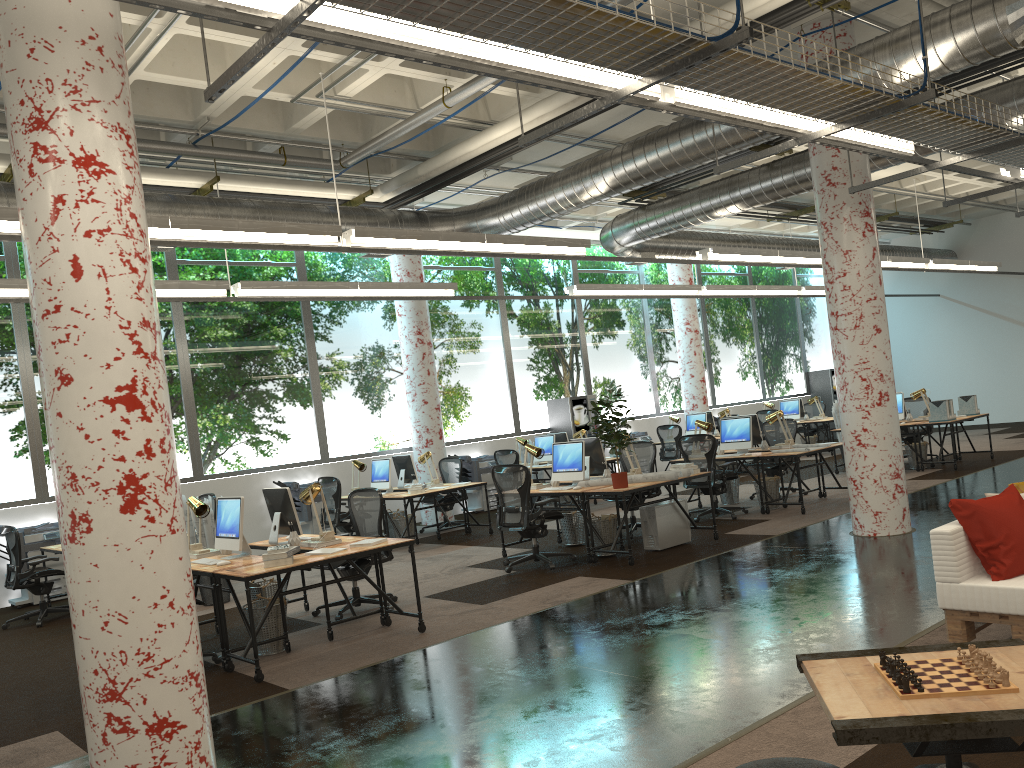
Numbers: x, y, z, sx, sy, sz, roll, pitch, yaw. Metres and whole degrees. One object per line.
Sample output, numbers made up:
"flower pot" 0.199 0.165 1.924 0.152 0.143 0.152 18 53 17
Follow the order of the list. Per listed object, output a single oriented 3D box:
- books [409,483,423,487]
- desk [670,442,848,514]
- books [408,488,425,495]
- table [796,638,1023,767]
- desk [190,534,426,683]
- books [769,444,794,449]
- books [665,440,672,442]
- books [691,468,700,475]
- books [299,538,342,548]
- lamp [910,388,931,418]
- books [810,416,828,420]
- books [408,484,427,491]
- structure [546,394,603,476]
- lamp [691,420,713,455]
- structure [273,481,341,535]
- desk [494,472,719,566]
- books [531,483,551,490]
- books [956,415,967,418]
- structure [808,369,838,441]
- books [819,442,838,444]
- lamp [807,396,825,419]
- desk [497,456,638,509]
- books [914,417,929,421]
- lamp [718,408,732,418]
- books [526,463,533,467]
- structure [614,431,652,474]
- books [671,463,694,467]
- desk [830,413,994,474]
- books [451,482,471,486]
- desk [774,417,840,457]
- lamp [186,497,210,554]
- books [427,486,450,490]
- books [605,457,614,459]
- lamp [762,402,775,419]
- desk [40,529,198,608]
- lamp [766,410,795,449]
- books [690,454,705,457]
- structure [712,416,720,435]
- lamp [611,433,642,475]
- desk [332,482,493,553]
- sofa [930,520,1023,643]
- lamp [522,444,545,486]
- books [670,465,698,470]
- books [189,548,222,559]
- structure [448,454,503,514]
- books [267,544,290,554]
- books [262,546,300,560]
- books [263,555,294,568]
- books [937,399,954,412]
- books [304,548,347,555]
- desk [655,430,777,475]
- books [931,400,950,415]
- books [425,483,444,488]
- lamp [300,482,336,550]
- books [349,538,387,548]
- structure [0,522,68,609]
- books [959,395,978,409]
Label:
"books" -1.270 1.337 11.714 0.152 0.030 0.185 -6 -2 -13
"desk" 3.312 1.246 11.668 1.396 0.724 1.947 -6 -2 -41
"books" -1.265 1.415 11.698 0.200 0.050 0.272 -6 -2 -13
"table" 1.151 1.143 2.303 0.626 0.760 0.615 -7 0 9
"desk" -1.849 1.702 7.104 1.396 0.724 1.947 -6 -2 -41
"books" 3.608 0.829 11.748 0.225 0.038 0.310 -5 -3 -40
"books" 3.181 1.093 17.373 0.225 0.038 0.310 -5 -3 -40
"books" 1.813 0.930 9.332 0.200 0.050 0.272 -5 -3 -43
"books" -1.553 1.284 7.184 0.225 0.038 0.310 -5 -3 -40
"lamp" 6.674 0.367 14.221 0.218 0.611 0.529 -7 0 -21
"books" 6.667 0.740 19.255 0.225 0.038 0.310 -5 -3 -40
"books" -1.251 1.367 11.716 0.193 0.044 0.257 -7 -2 7
"structure" 1.257 1.154 17.012 0.747 1.811 0.640 -7 1 -41
"lamp" 2.532 0.787 12.003 0.208 0.611 0.529 -7 0 -21
"structure" -2.982 1.910 13.332 1.054 1.058 0.505 -6 0 -41
"desk" 0.990 1.429 9.584 1.396 0.725 1.947 -6 -2 -41
"books" 0.249 1.145 9.890 0.225 0.038 0.310 -5 -3 -40
"books" 6.950 0.507 13.776 0.200 0.024 0.235 -8 -2 23
"structure" 8.297 0.526 23.067 0.747 1.811 0.640 -7 1 -41
"books" 4.082 0.772 11.468 0.243 0.019 0.205 -7 -2 -3
"lamp" 6.668 0.556 19.222 0.218 0.611 0.529 -7 0 -21
"desk" 0.915 1.644 14.482 1.396 0.724 1.947 -6 -2 -41
"books" 6.673 0.550 14.254 0.225 0.038 0.310 -5 -3 -40
"lamp" 4.218 0.775 17.115 0.218 0.611 0.529 -7 0 -21
"books" 0.174 1.361 14.788 0.225 0.038 0.310 -5 -3 -40
"structure" 2.465 1.424 18.020 1.054 1.058 0.505 -6 0 -41
"books" 1.799 0.853 9.348 0.152 0.030 0.185 -5 -3 -43
"desk" 6.378 0.968 14.174 1.396 0.724 1.947 -6 -2 -41
"books" -0.703 1.379 12.200 0.200 0.024 0.235 -8 -2 23
"desk" 6.372 1.157 19.175 1.396 0.724 1.947 -6 -2 -41
"lamp" -2.634 1.244 7.437 0.218 0.611 0.529 -7 0 -21
"books" -0.991 1.410 12.008 0.244 0.019 0.205 -8 -2 27
"books" 1.487 1.184 14.084 0.200 0.024 0.235 -8 -2 23
"lamp" 5.587 0.699 19.508 0.218 0.611 0.529 -7 0 -21
"desk" -4.296 2.109 10.001 1.396 0.724 1.947 -6 -2 -41
"lamp" 3.604 0.646 11.713 0.208 0.611 0.529 -7 0 -21
"books" 2.571 0.963 11.973 0.225 0.038 0.310 -5 -3 -40
"structure" 4.915 1.206 20.127 1.054 1.058 0.505 -6 0 -41
"lamp" 1.281 0.828 9.629 0.208 0.611 0.529 -7 0 -21
"desk" -1.441 1.855 12.455 1.396 0.724 1.947 -6 -2 -41
"sofa" 3.912 0.799 4.759 2.846 0.932 2.024 -5 -2 -41
"lamp" 0.205 0.970 9.917 0.218 0.611 0.529 -7 0 -21
"books" 1.815 0.883 9.357 0.192 0.044 0.258 -6 -2 -23
"books" -2.590 1.419 7.409 0.225 0.038 0.310 -5 -3 -40
"structure" -0.541 1.693 15.434 1.054 1.058 0.505 -6 0 -41
"books" -1.677 1.185 6.362 0.152 0.030 0.185 -6 -2 -13
"books" -1.658 1.214 6.364 0.193 0.044 0.257 -7 -2 7
"books" -1.672 1.263 6.346 0.200 0.050 0.272 -6 -2 -13
"books" 6.551 0.395 13.400 0.068 0.310 0.234 -8 0 -41
"books" -1.398 1.257 6.656 0.244 0.019 0.205 -8 -2 27
"desk" 3.922 1.376 17.068 1.396 0.724 1.947 -6 -2 -41
"books" 6.439 0.405 13.304 0.068 0.310 0.234 -8 0 -41
"books" -1.146 1.437 12.535 0.225 0.038 0.310 -5 -3 -40
"lamp" -1.553 1.101 7.151 0.218 0.611 0.529 -7 0 -21
"books" -1.111 1.227 6.848 0.200 0.024 0.235 -8 -2 23
"structure" -5.837 2.165 10.877 1.054 1.058 0.505 -6 0 -41
"books" 7.202 0.337 13.960 0.068 0.310 0.234 -8 0 -41
